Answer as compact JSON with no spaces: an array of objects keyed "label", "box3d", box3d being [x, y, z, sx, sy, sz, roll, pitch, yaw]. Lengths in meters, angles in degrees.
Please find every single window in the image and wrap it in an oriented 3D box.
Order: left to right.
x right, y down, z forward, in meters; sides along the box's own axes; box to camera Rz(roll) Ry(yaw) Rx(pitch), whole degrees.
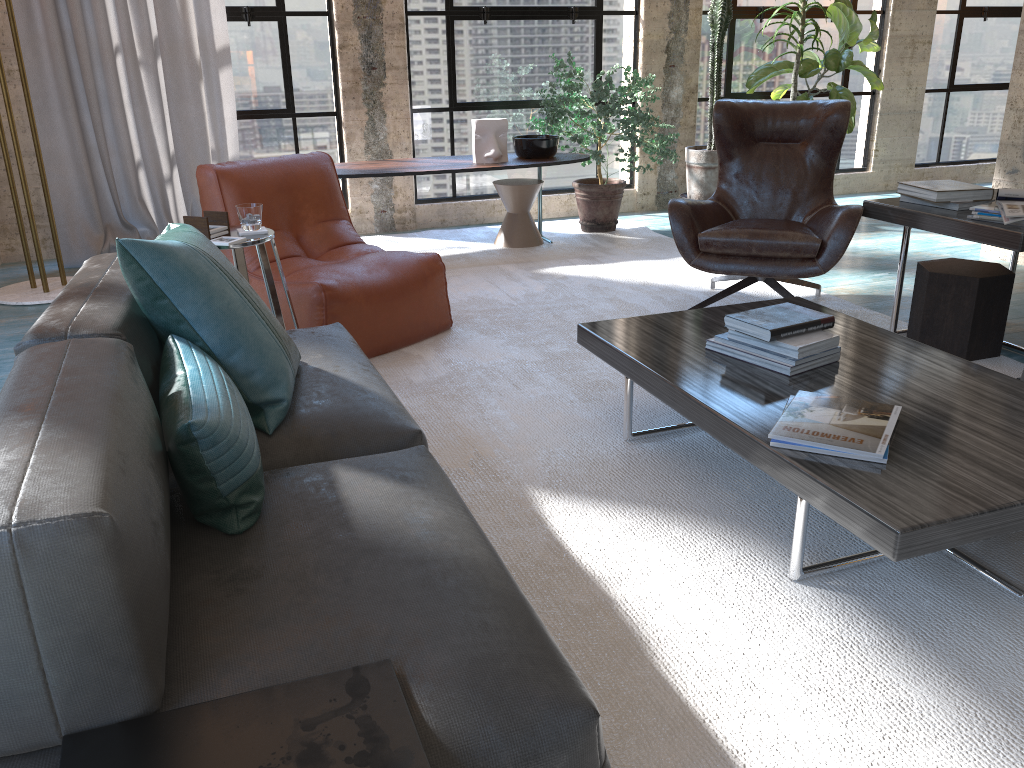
[{"label":"window","box3d":[-2.002,-2.293,5.495,1.780,2.530,0.081,-8,22,-19]},{"label":"window","box3d":[0.104,-2.597,6.210,1.780,2.530,0.081,-8,22,-19]},{"label":"window","box3d":[2.210,-2.901,6.925,1.780,2.530,0.081,-8,22,-19]},{"label":"window","box3d":[4.315,-3.205,7.639,1.780,2.530,0.081,-8,22,-19]}]

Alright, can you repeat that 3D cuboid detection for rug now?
[{"label":"rug","box3d":[0.701,0.185,2.820,2.954,0.032,7.768,-8,22,-19]}]

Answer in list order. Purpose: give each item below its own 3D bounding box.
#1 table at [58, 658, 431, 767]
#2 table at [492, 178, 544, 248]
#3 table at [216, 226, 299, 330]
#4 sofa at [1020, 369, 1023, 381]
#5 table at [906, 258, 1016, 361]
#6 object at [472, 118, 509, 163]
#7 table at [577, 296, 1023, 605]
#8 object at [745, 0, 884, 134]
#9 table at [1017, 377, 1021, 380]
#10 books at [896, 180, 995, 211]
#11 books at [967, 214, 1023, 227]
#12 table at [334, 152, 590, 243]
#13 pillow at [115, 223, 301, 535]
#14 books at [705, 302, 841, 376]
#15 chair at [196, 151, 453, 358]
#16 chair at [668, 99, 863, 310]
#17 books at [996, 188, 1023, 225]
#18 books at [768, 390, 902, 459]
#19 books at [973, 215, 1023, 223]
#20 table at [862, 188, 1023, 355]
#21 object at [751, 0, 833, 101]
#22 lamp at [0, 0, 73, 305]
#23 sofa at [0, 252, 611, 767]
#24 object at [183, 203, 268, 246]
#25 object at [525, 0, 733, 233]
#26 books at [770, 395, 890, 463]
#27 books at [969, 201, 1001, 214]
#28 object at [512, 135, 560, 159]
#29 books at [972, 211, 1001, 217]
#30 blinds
[{"label":"table","box3d":[-0.295,0.663,1.071,0.420,0.390,0.413,-8,22,-19]},{"label":"table","box3d":[0.043,-1.109,5.741,0.331,0.394,0.331,6,22,18]},{"label":"table","box3d":[-0.997,-0.231,3.165,0.549,0.603,0.549,-18,26,-37]},{"label":"sofa","box3d":[2.503,0.040,2.167,1.019,0.680,2.063,-8,22,-18]},{"label":"table","box3d":[1.816,-0.307,3.610,0.365,0.340,0.316,16,26,37]},{"label":"object","box3d":[-0.119,-1.499,5.475,0.214,0.259,0.154,-8,22,-19]},{"label":"table","box3d":[0.904,0.122,2.548,0.900,0.309,1.500,-8,22,-19]},{"label":"object","box3d":[2.232,-2.060,6.568,0.921,1.543,0.817,15,26,36]},{"label":"table","box3d":[2.154,-0.156,3.140,0.420,0.390,0.413,-8,22,-19]},{"label":"books","box3d":[1.771,-0.777,3.635,0.278,0.075,0.320,-7,21,-14]},{"label":"books","box3d":[1.901,-0.607,3.270,0.252,0.011,0.318,-14,24,-31]},{"label":"table","box3d":[-0.435,-1.139,5.653,2.004,0.530,0.715,-9,22,-20]},{"label":"pillow","box3d":[-0.683,-0.104,1.968,0.349,0.466,1.042,-4,21,-9]},{"label":"books","box3d":[0.801,-0.150,2.667,0.279,0.116,0.322,-15,25,-32]},{"label":"chair","box3d":[-0.836,-0.588,3.907,0.920,0.759,0.801,16,26,37]},{"label":"chair","box3d":[1.218,-0.841,4.208,0.820,0.940,0.975,6,22,19]},{"label":"books","box3d":[1.937,-0.628,3.196,0.322,0.109,0.273,6,22,19]},{"label":"books","box3d":[0.786,0.091,2.143,0.252,0.011,0.318,10,23,27]},{"label":"books","box3d":[1.907,-0.612,3.253,0.252,0.011,0.318,-19,27,-40]},{"label":"table","box3d":[2.012,-0.441,3.650,0.800,0.570,0.800,-8,22,-19]},{"label":"object","box3d":[1.886,-2.024,6.030,0.523,1.863,0.629,15,26,36]},{"label":"lamp","box3d":[-2.532,-1.354,4.505,0.619,1.822,0.619,-8,22,-19]},{"label":"sofa","box3d":[-0.651,0.180,1.935,1.019,0.680,2.063,-8,22,-18]},{"label":"object","box3d":[-0.964,-0.548,3.013,0.206,0.096,0.287,6,22,19]},{"label":"object","box3d":[0.869,-1.973,6.164,1.641,1.708,0.971,-20,28,-41]},{"label":"books","box3d":[0.779,0.103,2.143,0.252,0.011,0.318,8,22,23]},{"label":"books","box3d":[1.908,-0.642,3.271,0.252,0.011,0.318,-16,26,-35]},{"label":"object","box3d":[0.155,-1.535,5.743,0.307,0.129,0.307,6,22,18]},{"label":"books","box3d":[1.909,-0.629,3.267,0.252,0.011,0.318,-19,27,-40]},{"label":"blinds","box3d":[-2.245,-2.172,5.039,1.187,2.986,0.404,-8,22,-18]}]
